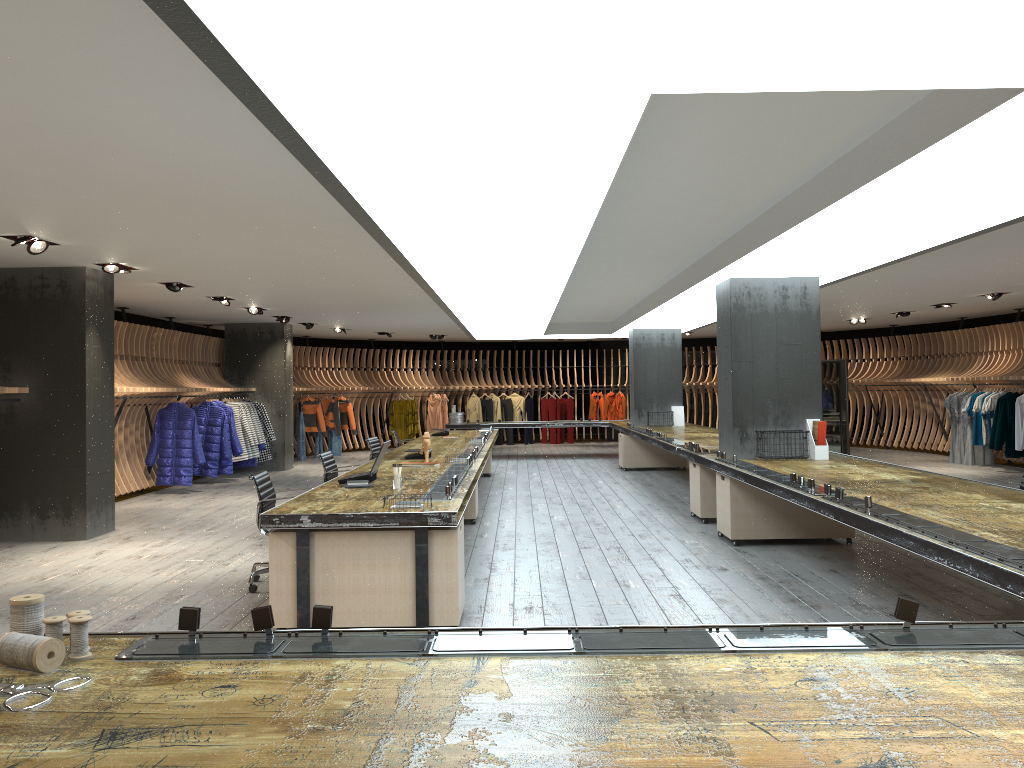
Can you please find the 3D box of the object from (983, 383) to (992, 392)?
[{"bbox_3d":[8.278,0.121,15.457,0.525,0.270,0.012,-1,-1,25],"label":"object"}]

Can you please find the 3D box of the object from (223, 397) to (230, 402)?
[{"bbox_3d":[-4.893,0.328,15.219,0.518,0.313,0.012,-1,-1,0],"label":"object"}]

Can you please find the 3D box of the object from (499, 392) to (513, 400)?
[{"bbox_3d":[-0.222,0.289,23.274,0.525,0.270,0.012,-1,-1,25],"label":"object"}]

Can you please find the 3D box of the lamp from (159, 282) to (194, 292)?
[{"bbox_3d":[-4.034,-1.230,10.664,0.269,0.292,0.492,-1,-1,0],"label":"lamp"}]

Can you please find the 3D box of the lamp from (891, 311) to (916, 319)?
[{"bbox_3d":[7.243,-1.363,16.461,0.269,0.291,0.492,-1,-1,-4],"label":"lamp"}]

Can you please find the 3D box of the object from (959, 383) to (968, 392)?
[{"bbox_3d":[8.268,0.124,16.218,0.525,0.270,0.012,-1,-1,15],"label":"object"}]

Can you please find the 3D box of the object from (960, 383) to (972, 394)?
[{"bbox_3d":[8.259,0.124,16.074,0.525,0.270,0.012,-1,-1,-10],"label":"object"}]

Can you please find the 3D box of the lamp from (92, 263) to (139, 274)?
[{"bbox_3d":[-4.047,-1.237,9.070,0.269,0.296,0.492,-1,-1,0],"label":"lamp"}]

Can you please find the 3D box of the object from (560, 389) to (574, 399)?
[{"bbox_3d":[1.424,0.266,23.555,0.525,0.270,0.012,-1,-1,40],"label":"object"}]

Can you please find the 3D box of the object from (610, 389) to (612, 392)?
[{"bbox_3d":[2.620,0.249,23.496,0.012,0.270,0.525,-2,-1,30],"label":"object"}]

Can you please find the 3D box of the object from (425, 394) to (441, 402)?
[{"bbox_3d":[-1.996,0.309,22.459,0.525,0.270,0.012,-1,-1,35],"label":"object"}]

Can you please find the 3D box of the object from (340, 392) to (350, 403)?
[{"bbox_3d":[-3.935,0.325,20.449,0.525,0.270,0.012,-1,-1,30],"label":"object"}]

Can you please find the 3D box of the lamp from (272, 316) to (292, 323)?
[{"bbox_3d":[-3.997,-1.204,15.447,0.269,0.292,0.492,-1,-1,0],"label":"lamp"}]

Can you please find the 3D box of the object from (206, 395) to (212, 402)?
[{"bbox_3d":[-4.943,0.318,14.436,0.523,0.292,0.012,-1,-1,0],"label":"object"}]

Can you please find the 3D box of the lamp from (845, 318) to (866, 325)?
[{"bbox_3d":[7.046,-1.353,18.041,0.269,0.287,0.492,-1,-1,-19],"label":"lamp"}]

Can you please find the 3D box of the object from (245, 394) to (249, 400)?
[{"bbox_3d":[-4.890,0.343,16.441,0.518,0.313,0.012,-1,-1,0],"label":"object"}]

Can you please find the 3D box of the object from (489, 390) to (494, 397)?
[{"bbox_3d":[-0.517,0.294,23.193,0.012,0.270,0.525,0,-1,-45],"label":"object"}]

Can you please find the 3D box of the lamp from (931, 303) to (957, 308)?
[{"bbox_3d":[7.233,-1.370,14.866,0.269,0.294,0.492,-1,-1,0],"label":"lamp"}]

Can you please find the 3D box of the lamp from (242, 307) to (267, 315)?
[{"bbox_3d":[-4.009,-1.216,13.853,0.269,0.286,0.492,-1,-1,0],"label":"lamp"}]

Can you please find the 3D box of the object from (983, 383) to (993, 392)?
[{"bbox_3d":[8.239,0.127,15.323,0.523,0.289,0.015,-1,-1,10],"label":"object"}]

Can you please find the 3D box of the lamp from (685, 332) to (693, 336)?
[{"bbox_3d":[4.197,-1.288,21.713,0.492,0.292,0.269,-1,-1,33],"label":"lamp"}]

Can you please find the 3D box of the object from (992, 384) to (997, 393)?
[{"bbox_3d":[8.289,0.125,15.129,0.523,0.291,0.013,-1,-1,-5],"label":"object"}]

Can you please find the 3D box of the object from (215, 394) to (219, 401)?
[{"bbox_3d":[-4.924,0.306,14.756,0.525,0.270,0.012,-1,-1,0],"label":"object"}]

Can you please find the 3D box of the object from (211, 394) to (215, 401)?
[{"bbox_3d":[-4.909,0.314,14.576,0.523,0.291,0.012,-1,-1,0],"label":"object"}]

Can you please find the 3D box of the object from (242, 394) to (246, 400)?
[{"bbox_3d":[-4.888,0.344,16.253,0.516,0.316,0.012,-1,-1,0],"label":"object"}]

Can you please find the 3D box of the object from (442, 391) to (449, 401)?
[{"bbox_3d":[-1.751,0.306,22.599,0.012,0.270,0.525,0,-1,-35],"label":"object"}]

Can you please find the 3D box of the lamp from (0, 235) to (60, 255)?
[{"bbox_3d":[-4.060,-1.250,7.475,0.269,0.288,0.492,-1,-1,0],"label":"lamp"}]

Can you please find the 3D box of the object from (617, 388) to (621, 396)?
[{"bbox_3d":[2.845,0.245,23.459,0.012,0.270,0.525,0,-1,-20],"label":"object"}]

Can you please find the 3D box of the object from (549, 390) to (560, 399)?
[{"bbox_3d":[1.136,0.270,23.539,0.012,0.270,0.525,0,-1,-30],"label":"object"}]

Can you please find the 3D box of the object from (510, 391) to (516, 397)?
[{"bbox_3d":[0.073,0.284,23.369,0.525,0.270,0.012,-1,-1,25],"label":"object"}]

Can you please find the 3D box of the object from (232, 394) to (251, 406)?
[{"bbox_3d":[-4.889,0.331,15.717,0.518,0.313,0.012,-1,-1,0],"label":"object"}]

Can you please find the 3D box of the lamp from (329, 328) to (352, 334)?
[{"bbox_3d":[-3.593,-1.190,18.589,0.269,0.296,0.492,-1,-1,20],"label":"lamp"}]

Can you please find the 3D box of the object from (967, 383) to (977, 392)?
[{"bbox_3d":[8.265,0.123,15.937,0.525,0.270,0.012,-1,-1,15],"label":"object"}]

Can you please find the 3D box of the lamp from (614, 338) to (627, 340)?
[{"bbox_3d":[2.712,-1.260,22.276,0.492,0.298,0.269,-1,-1,9],"label":"lamp"}]

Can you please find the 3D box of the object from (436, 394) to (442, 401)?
[{"bbox_3d":[-1.897,0.307,22.526,0.012,0.270,0.525,0,-1,-30],"label":"object"}]

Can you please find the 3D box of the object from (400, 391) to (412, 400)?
[{"bbox_3d":[-2.618,0.318,21.989,0.525,0.270,0.012,-1,-1,30],"label":"object"}]

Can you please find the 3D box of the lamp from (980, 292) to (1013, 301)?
[{"bbox_3d":[7.220,-1.383,13.272,0.269,0.286,0.492,-1,-1,0],"label":"lamp"}]

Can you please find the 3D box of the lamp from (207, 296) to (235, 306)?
[{"bbox_3d":[-4.022,-1.220,12.259,0.269,0.294,0.492,-1,-1,0],"label":"lamp"}]

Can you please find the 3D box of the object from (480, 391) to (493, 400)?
[{"bbox_3d":[-0.700,0.295,23.116,0.525,0.270,0.012,-1,-1,35],"label":"object"}]

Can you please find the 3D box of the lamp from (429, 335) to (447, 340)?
[{"bbox_3d":[-1.786,-1.201,21.165,0.492,0.297,0.269,0,-1,-40],"label":"lamp"}]

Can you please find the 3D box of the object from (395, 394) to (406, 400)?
[{"bbox_3d":[-2.750,0.319,21.863,0.525,0.270,0.012,-1,-1,30],"label":"object"}]

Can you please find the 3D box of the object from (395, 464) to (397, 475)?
[{"bbox_3d":[-0.843,0.671,6.496,0.030,0.170,0.007,-2,-2,40],"label":"object"}]

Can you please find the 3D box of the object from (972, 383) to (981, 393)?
[{"bbox_3d":[8.283,0.122,15.764,0.525,0.270,0.012,-1,-1,-15],"label":"object"}]

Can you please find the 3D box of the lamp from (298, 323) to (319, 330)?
[{"bbox_3d":[-3.925,-1.196,17.038,0.269,0.292,0.492,-1,-1,7],"label":"lamp"}]

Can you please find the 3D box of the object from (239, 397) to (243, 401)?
[{"bbox_3d":[-4.945,0.314,16.096,0.525,0.270,0.012,-1,-1,0],"label":"object"}]

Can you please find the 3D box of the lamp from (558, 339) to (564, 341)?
[{"bbox_3d":[1.132,-1.238,22.340,0.492,0.296,0.269,-1,-1,-6],"label":"lamp"}]

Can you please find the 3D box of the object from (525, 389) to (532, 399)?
[{"bbox_3d":[0.444,0.277,23.446,0.012,0.270,0.525,-1,-1,25],"label":"object"}]

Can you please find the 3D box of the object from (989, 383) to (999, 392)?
[{"bbox_3d":[8.266,0.120,15.216,0.525,0.270,0.012,-1,-1,5],"label":"object"}]

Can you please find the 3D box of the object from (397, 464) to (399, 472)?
[{"bbox_3d":[-0.833,0.671,6.495,0.007,0.170,0.030,0,-1,-23],"label":"object"}]

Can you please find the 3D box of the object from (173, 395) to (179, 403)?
[{"bbox_3d":[-4.938,0.297,13.044,0.525,0.270,0.012,-1,-1,0],"label":"object"}]

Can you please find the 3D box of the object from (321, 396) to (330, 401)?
[{"bbox_3d":[-4.197,0.329,19.974,0.525,0.270,0.012,-1,-1,20],"label":"object"}]

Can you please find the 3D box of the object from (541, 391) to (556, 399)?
[{"bbox_3d":[0.970,0.272,23.527,0.012,0.270,0.525,0,-1,-45],"label":"object"}]

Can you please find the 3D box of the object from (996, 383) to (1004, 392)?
[{"bbox_3d":[8.278,0.126,15.025,0.524,0.285,0.013,-1,-1,-5],"label":"object"}]

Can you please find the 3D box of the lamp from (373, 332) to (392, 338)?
[{"bbox_3d":[-2.862,-1.194,19.996,0.269,0.293,0.492,-1,-1,33],"label":"lamp"}]

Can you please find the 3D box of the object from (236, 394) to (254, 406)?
[{"bbox_3d":[-4.888,0.332,15.895,0.518,0.313,0.012,-1,-1,0],"label":"object"}]

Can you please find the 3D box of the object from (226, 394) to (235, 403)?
[{"bbox_3d":[-4.891,0.329,15.454,0.518,0.313,0.012,-1,-1,0],"label":"object"}]
